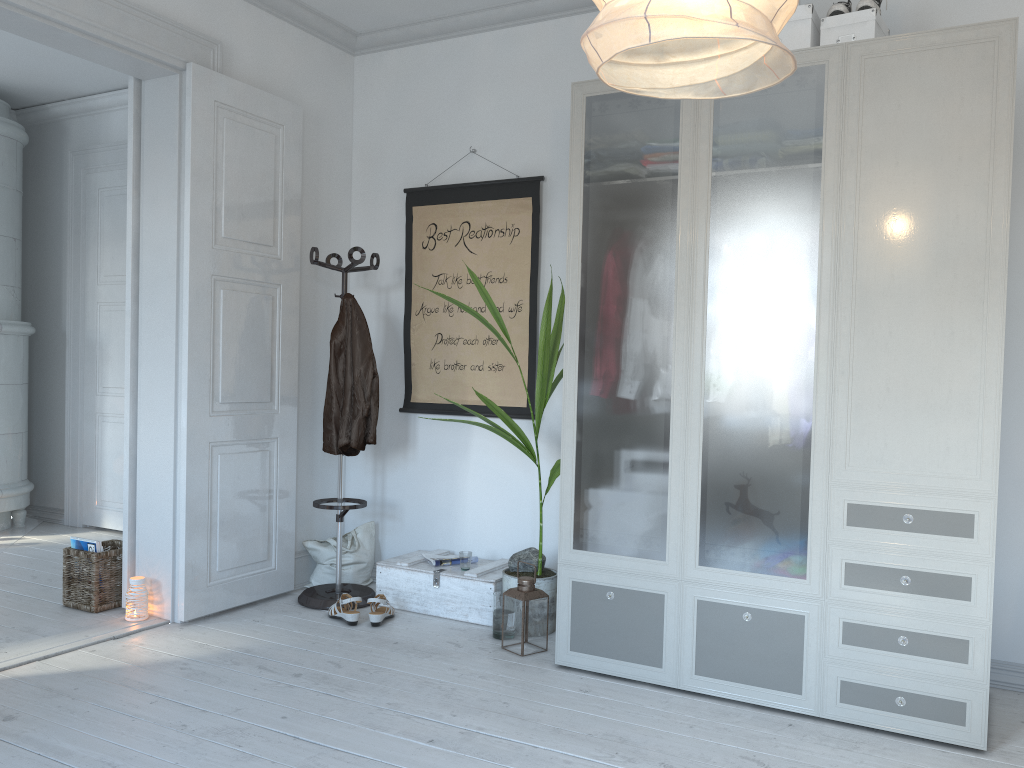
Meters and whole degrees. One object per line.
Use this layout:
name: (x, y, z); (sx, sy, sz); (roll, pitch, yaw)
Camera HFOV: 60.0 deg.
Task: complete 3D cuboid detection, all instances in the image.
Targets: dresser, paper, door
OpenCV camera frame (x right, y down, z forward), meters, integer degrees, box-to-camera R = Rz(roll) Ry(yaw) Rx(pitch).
dresser: (0.961, -0.008, 3.217); (1.432, 2.164, 0.630); (2, 2, 29)
paper: (-0.296, 0.824, 4.191); (0.222, 0.031, 0.175); (1, 1, -29)
door: (-2.201, -0.279, 5.663); (1.598, 2.507, 0.306); (2, 2, 29)
door: (-1.823, -0.236, 3.225); (0.577, 2.506, 2.598); (2, 2, 29)

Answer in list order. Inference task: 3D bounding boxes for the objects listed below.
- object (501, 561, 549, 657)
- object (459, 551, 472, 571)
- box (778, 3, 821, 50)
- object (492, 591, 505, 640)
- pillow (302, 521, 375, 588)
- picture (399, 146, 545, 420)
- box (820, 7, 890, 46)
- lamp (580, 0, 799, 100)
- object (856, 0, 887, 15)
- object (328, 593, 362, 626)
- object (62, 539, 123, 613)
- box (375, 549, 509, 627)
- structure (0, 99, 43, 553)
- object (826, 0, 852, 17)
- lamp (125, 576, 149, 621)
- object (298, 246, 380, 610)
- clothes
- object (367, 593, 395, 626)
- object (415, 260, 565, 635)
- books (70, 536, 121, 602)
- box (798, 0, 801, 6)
object: (0.052, 0.888, 3.539); (0.132, 0.352, 0.137); (0, 2, -39)
object: (-0.211, 0.804, 4.023); (0.060, 0.081, 0.060); (1, 1, -6)
box: (0.954, -1.188, 3.174); (0.281, 0.199, 0.285); (2, 1, 29)
object: (-0.032, 0.964, 3.701); (0.100, 0.180, 0.100); (1, 2, -1)
pillow: (-0.863, 0.865, 4.508); (0.273, 0.314, 0.317); (2, 2, 30)
picture: (-0.206, -0.499, 4.333); (0.792, 1.314, 0.057); (2, 2, 29)
box: (1.179, -1.160, 3.051); (0.182, 0.158, 0.227); (2, 1, 34)
lamp: (0.293, -1.109, 1.398); (0.338, 1.232, 0.340); (0, 2, -30)
object: (1.227, -1.290, 3.028); (0.080, 0.110, 0.213); (3, 1, 35)
object: (-0.741, 0.972, 3.905); (0.099, 0.126, 0.272); (1, 1, -29)
object: (-1.861, 0.871, 4.052); (0.223, 0.265, 0.270); (2, 1, 29)
box: (-0.275, 0.934, 4.136); (0.641, 0.218, 0.376); (2, 1, 29)
structure: (-3.419, -0.388, 5.446); (0.800, 2.829, 1.247); (1, 2, -16)
object: (1.136, -1.293, 3.077); (0.080, 0.110, 0.213); (2, 1, 22)
lamp: (-1.597, 0.915, 3.777); (0.093, 0.180, 0.093); (2, 2, 12)
object: (-0.806, 0.199, 4.195); (0.374, 1.659, 0.374); (3, 2, 36)
clothes: (-0.747, -0.039, 4.139); (0.237, 0.770, 0.211); (1, 2, -28)
object: (-0.575, 0.977, 3.917); (0.099, 0.126, 0.272); (2, 1, 1)
object: (0.032, 0.279, 3.740); (1.044, 1.555, 0.288); (1, 2, -32)
books: (-1.867, 0.838, 4.040); (0.179, 0.300, 0.201); (2, 2, 29)
box: (0.941, -1.340, 3.190); (0.180, 0.107, 0.225); (2, 1, 19)
